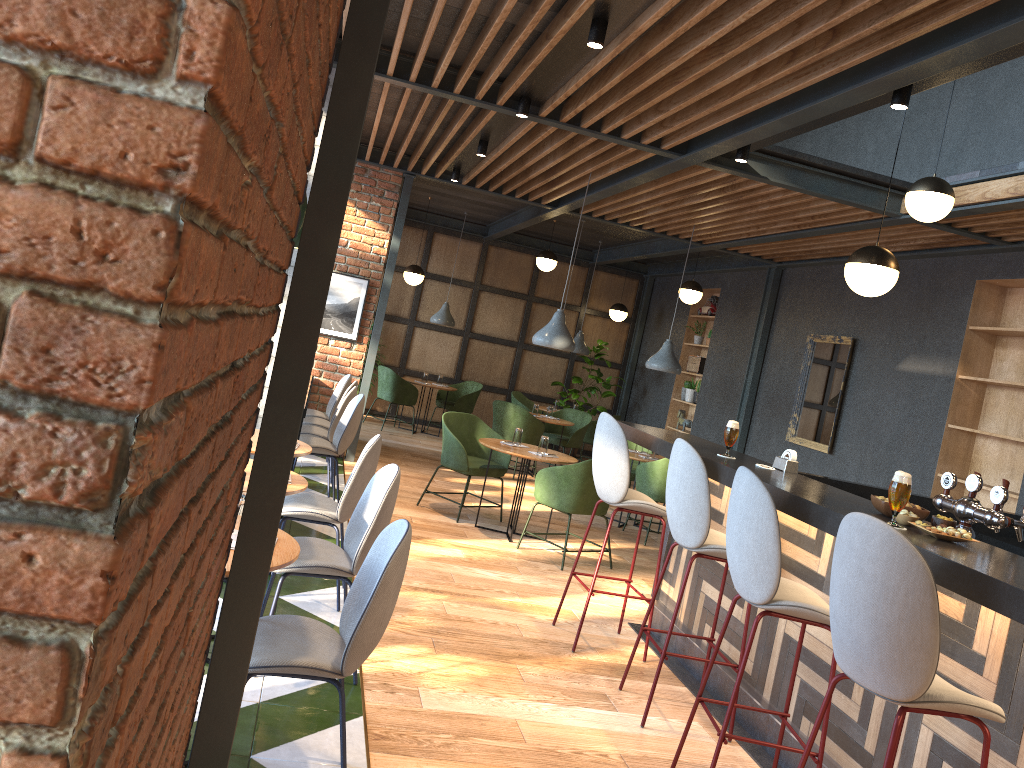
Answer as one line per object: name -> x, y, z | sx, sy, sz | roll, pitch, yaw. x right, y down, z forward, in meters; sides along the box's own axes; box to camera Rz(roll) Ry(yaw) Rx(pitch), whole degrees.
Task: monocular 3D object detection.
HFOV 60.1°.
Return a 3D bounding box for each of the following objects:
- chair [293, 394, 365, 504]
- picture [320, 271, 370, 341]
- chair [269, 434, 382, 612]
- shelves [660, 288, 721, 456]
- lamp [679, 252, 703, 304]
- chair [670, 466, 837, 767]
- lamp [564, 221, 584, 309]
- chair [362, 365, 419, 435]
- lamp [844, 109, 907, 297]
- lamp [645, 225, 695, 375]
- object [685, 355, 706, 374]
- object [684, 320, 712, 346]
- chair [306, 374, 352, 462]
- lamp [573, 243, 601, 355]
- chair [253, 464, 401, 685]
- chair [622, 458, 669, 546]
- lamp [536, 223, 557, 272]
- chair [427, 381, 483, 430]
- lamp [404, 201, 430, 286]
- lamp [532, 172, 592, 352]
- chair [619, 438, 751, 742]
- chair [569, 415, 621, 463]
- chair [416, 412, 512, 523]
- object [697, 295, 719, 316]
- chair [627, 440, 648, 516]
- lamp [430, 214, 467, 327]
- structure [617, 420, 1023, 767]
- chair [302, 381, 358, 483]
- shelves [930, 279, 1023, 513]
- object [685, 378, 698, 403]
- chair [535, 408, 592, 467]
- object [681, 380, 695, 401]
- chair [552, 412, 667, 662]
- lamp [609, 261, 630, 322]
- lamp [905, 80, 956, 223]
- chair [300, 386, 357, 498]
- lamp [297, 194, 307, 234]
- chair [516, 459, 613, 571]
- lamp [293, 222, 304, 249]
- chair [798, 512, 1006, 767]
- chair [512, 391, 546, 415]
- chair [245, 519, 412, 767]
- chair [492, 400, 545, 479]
chair -> -1.427, 0.467, 6.595 | 0.506, 0.887, 0.419 | 12, 1, -16
picture -> -1.685, -0.773, 8.773 | 0.429, 0.631, 0.015 | 12, 0, -12
chair -> -1.011, 0.655, 4.621 | 0.507, 0.887, 0.419 | 12, 1, -6
shelves -> 2.410, 0.105, 11.619 | 0.284, 2.706, 0.838 | 12, 0, -12
lamp -> 2.389, -2.760, 10.020 | 0.267, 3.793, 0.269 | 12, 0, -40
chair -> 0.957, 0.959, 3.263 | 0.507, 1.243, 0.418 | 12, 0, -1
lamp -> 0.989, -2.619, 10.609 | 0.354, 4.490, 0.351 | 12, 0, 23
chair -> -1.584, 0.202, 11.919 | 0.512, 0.818, 0.642 | 11, 1, -37
lamp -> 2.254, -2.315, 4.650 | 0.268, 3.793, 0.269 | 12, 0, -10
lamp -> 1.925, -2.318, 8.573 | 0.354, 4.490, 0.351 | 12, 0, 23
object -> 2.470, -0.246, 11.661 | 0.198, 0.241, 0.341 | 12, 2, -17
object -> 2.502, -0.678, 11.679 | 0.173, 0.329, 0.539 | 12, 2, -33
chair -> -1.825, 0.300, 8.241 | 0.506, 0.887, 0.419 | 12, 1, -16
lamp -> 1.356, -2.622, 12.234 | 0.354, 4.490, 0.351 | 12, 0, 23
chair -> -0.804, 0.742, 3.756 | 0.506, 0.887, 0.419 | 12, 1, -16
chair -> 1.419, 1.034, 8.045 | 0.637, 0.818, 0.517 | 12, 1, -17
lamp -> 0.802, -3.273, 11.146 | 0.267, 3.793, 0.269 | 12, 0, -33
chair -> -0.789, 0.338, 12.554 | 0.512, 0.818, 0.642 | 11, 1, -37
lamp -> -0.904, -3.135, 11.477 | 0.269, 3.793, 0.267 | 12, 0, 31
lamp -> 0.791, -2.483, 7.074 | 0.354, 4.490, 0.351 | 12, 0, 23
chair -> 0.867, 0.901, 4.043 | 0.507, 1.243, 0.419 | 12, 0, -7
chair -> 1.121, 0.771, 12.017 | 0.517, 0.818, 0.636 | 12, 1, 24
chair -> -0.350, 0.689, 7.423 | 0.518, 0.818, 0.635 | 13, 1, 43
object -> 2.624, -1.013, 11.610 | 0.203, 0.285, 0.518 | 12, 2, -12
chair -> 1.109, 0.911, 9.167 | 0.637, 0.818, 0.516 | 12, 1, -12
lamp -> -0.497, -3.014, 12.201 | 0.354, 4.490, 0.351 | 12, 0, 23
structure -> 2.398, 1.189, 3.228 | 2.910, 1.396, 4.934 | 11, 3, -12
chair -> -1.677, 0.358, 7.714 | 0.507, 0.887, 0.419 | 12, 1, -5
shelves -> 3.486, 0.597, 6.387 | 0.284, 2.706, 0.838 | 12, 0, -12
object -> 2.362, 0.080, 11.625 | 0.213, 0.329, 0.233 | 12, 1, -7
chair -> 0.619, 0.713, 11.052 | 0.642, 0.818, 0.512 | 13, 1, 38
object -> 2.350, 0.084, 11.842 | 0.172, 0.295, 0.191 | 11, 1, -38
chair -> 0.600, 0.804, 4.831 | 0.506, 1.243, 0.419 | 12, 0, -12
lamp -> 1.908, -2.759, 12.815 | 0.269, 3.793, 0.267 | 12, 0, 31
lamp -> 2.842, -2.816, 5.249 | 0.268, 3.793, 0.268 | 12, 0, -7
chair -> -1.583, 0.407, 7.148 | 0.507, 0.887, 0.419 | 12, 1, -6
lamp -> -0.775, -1.615, 3.656 | 0.223, 2.021, 0.224 | 12, 0, -9
chair -> 0.467, 0.904, 6.610 | 0.635, 0.818, 0.518 | 11, 1, -42
lamp -> -0.955, -1.697, 4.528 | 0.223, 2.021, 0.224 | 12, 0, -9
chair -> 1.074, 1.011, 2.507 | 0.506, 1.243, 0.419 | 12, 0, -16
chair -> 0.197, 0.554, 12.431 | 0.516, 0.818, 0.637 | 12, 1, 19
chair -> -0.643, 0.827, 2.755 | 0.506, 0.887, 0.419 | 12, 1, -11
chair -> 0.013, 0.626, 10.227 | 0.641, 0.818, 0.513 | 13, 1, 33
